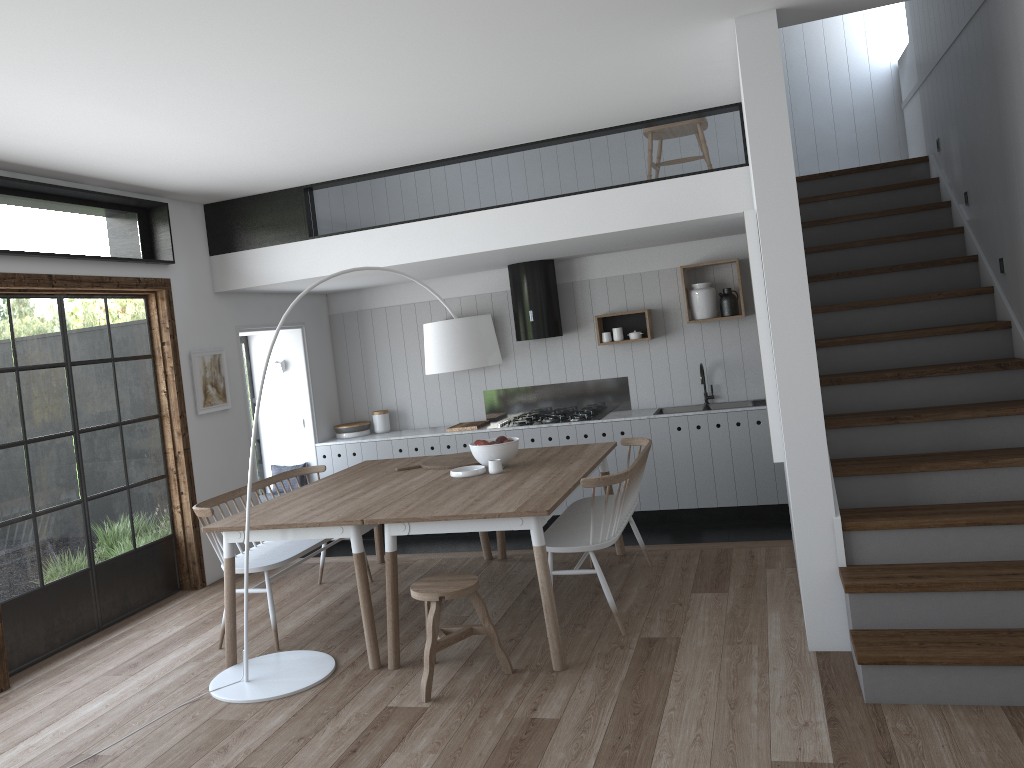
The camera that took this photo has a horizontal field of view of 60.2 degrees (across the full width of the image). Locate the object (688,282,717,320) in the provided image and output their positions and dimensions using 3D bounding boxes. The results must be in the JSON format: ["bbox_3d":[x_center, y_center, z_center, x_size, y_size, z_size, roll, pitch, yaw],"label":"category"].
[{"bbox_3d":[1.603,-0.695,7.429,0.227,0.301,0.230,-7,1,-10],"label":"object"}]

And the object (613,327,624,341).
[{"bbox_3d":[0.914,-0.426,7.617,0.087,0.115,0.084,-6,1,17],"label":"object"}]

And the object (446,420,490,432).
[{"bbox_3d":[-0.391,0.380,7.989,0.295,0.030,0.395,-6,4,17],"label":"object"}]

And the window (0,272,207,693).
[{"bbox_3d":[-3.141,0.607,3.887,0.163,2.255,5.335,-7,3,16],"label":"window"}]

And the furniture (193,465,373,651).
[{"bbox_3d":[-1.382,1.017,5.477,0.552,0.810,1.343,-7,3,16],"label":"furniture"}]

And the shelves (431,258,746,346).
[{"bbox_3d":[1.036,-0.552,7.628,3.628,0.798,0.296,-6,1,18],"label":"shelves"}]

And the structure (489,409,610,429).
[{"bbox_3d":[0.332,0.297,7.759,0.997,0.048,0.547,-6,4,18],"label":"structure"}]

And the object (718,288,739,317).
[{"bbox_3d":[1.812,-0.683,7.370,0.161,0.236,0.151,-7,1,15],"label":"object"}]

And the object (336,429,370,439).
[{"bbox_3d":[-1.522,0.474,8.473,0.318,0.055,0.333,-9,4,-34],"label":"object"}]

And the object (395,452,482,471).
[{"bbox_3d":[-0.339,0.509,5.877,0.612,0.023,0.661,-4,5,39],"label":"object"}]

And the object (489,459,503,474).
[{"bbox_3d":[-0.099,0.490,5.233,0.085,0.079,0.082,-6,2,17],"label":"object"}]

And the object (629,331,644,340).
[{"bbox_3d":[1.062,-0.423,7.597,0.128,0.073,0.109,-7,2,-4],"label":"object"}]

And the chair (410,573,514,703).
[{"bbox_3d":[-0.234,1.145,4.109,0.434,0.449,0.481,-7,2,4],"label":"chair"}]

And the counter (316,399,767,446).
[{"bbox_3d":[1.191,0.245,7.468,6.212,0.020,0.572,-6,4,18],"label":"counter"}]

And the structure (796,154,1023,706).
[{"bbox_3d":[2.184,-0.104,4.896,1.071,2.629,3.558,-7,2,16],"label":"structure"}]

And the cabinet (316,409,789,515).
[{"bbox_3d":[1.163,0.655,7.198,6.209,0.748,0.010,-6,0,18],"label":"cabinet"}]

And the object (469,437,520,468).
[{"bbox_3d":[-0.100,0.435,5.435,0.319,0.164,0.311,-6,3,14],"label":"object"}]

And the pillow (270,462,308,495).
[{"bbox_3d":[-2.066,0.890,8.221,0.408,0.293,0.178,-6,1,18],"label":"pillow"}]

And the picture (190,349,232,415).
[{"bbox_3d":[-2.295,-0.023,6.725,0.030,0.470,0.429,-7,2,16],"label":"picture"}]

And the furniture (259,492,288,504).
[{"bbox_3d":[-2.193,1.087,7.792,0.604,0.115,1.038,-6,4,17],"label":"furniture"}]

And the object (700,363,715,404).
[{"bbox_3d":[1.633,0.007,7.422,0.092,0.374,0.286,-7,1,16],"label":"object"}]

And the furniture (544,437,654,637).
[{"bbox_3d":[0.523,0.813,5.039,0.552,0.810,1.343,-7,3,16],"label":"furniture"}]

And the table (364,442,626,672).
[{"bbox_3d":[0.033,0.897,5.136,0.949,0.749,2.016,-6,3,17],"label":"table"}]

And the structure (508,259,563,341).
[{"bbox_3d":[0.194,-0.834,7.826,0.406,0.869,0.422,-7,1,-26],"label":"structure"}]

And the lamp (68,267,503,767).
[{"bbox_3d":[-1.941,0.594,3.556,0.894,2.024,5.091,-6,3,43],"label":"lamp"}]

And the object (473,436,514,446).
[{"bbox_3d":[-0.103,0.414,5.431,0.247,0.167,0.241,-8,3,-22],"label":"object"}]

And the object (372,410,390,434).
[{"bbox_3d":[-1.248,0.364,8.445,0.152,0.212,0.156,-7,1,-14],"label":"object"}]

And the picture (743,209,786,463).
[{"bbox_3d":[1.383,-0.288,4.854,0.061,1.218,1.281,-7,2,16],"label":"picture"}]

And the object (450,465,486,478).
[{"bbox_3d":[-0.265,0.527,5.316,0.214,0.035,0.216,-7,3,-4],"label":"object"}]

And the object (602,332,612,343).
[{"bbox_3d":[0.820,-0.402,7.649,0.081,0.088,0.085,-8,2,-37],"label":"object"}]

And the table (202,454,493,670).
[{"bbox_3d":[-0.864,0.987,5.436,0.949,0.749,2.016,-6,3,17],"label":"table"}]

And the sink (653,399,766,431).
[{"bbox_3d":[1.781,0.257,7.242,1.193,0.166,0.447,-6,3,18],"label":"sink"}]

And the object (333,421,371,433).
[{"bbox_3d":[-1.529,0.417,8.473,0.353,0.066,0.366,-8,4,-23],"label":"object"}]
